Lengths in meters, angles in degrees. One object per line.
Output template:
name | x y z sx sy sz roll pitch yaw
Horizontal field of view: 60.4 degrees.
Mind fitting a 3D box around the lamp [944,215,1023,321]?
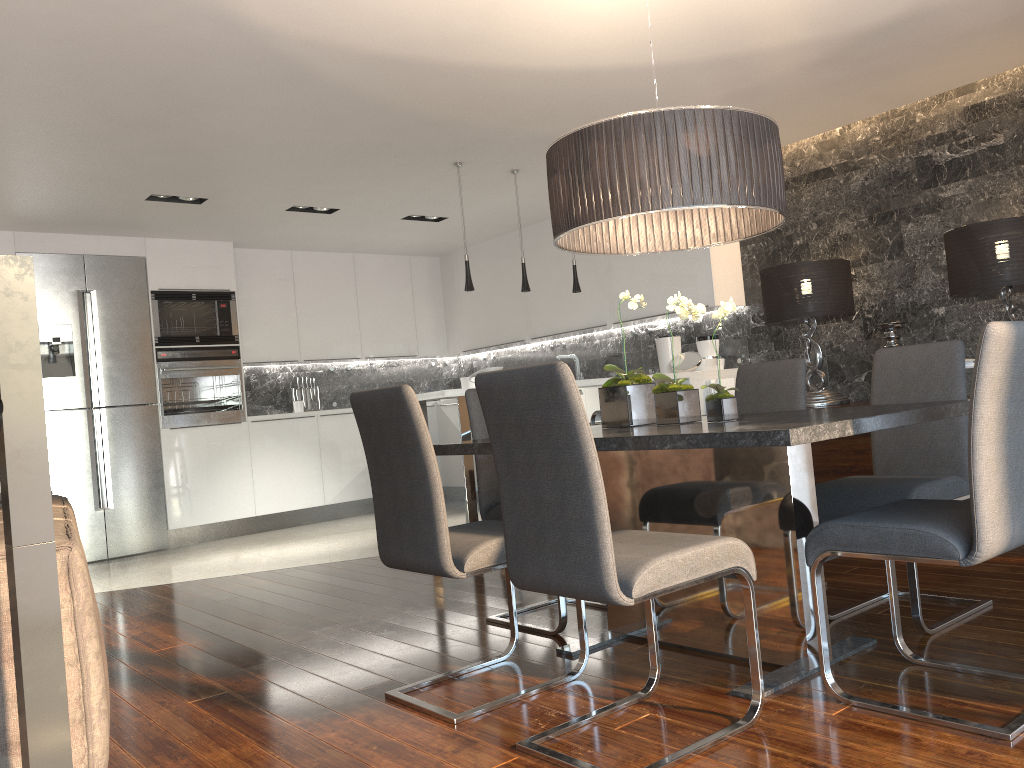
lamp | 2.769 -0.417 4.903 0.608 0.933 0.577 -5 -1 -13

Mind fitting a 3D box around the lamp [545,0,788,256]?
lamp | 0.490 -1.062 3.032 0.830 1.102 0.778 -5 -2 -15

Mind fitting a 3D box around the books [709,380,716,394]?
books | 1.488 0.088 6.299 0.184 0.244 0.018 -4 -2 -40

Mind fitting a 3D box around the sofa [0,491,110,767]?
sofa | -2.724 0.839 2.406 2.868 0.704 2.366 -5 -2 -29

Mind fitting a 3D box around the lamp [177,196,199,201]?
lamp | -2.228 -1.314 6.087 0.168 0.077 0.186 -6 -2 34

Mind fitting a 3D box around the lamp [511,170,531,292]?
lamp | 0.058 -1.058 6.096 0.061 0.845 0.055 -4 -2 -39

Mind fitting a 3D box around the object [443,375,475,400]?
object | -0.589 0.046 9.151 0.373 0.234 0.524 -5 -2 -29

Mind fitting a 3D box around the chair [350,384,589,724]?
chair | -0.134 0.476 2.786 0.603 0.964 0.405 -4 -2 -39

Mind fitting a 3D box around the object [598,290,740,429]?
object | 0.573 -0.114 3.105 0.327 0.501 0.543 -4 -2 -43

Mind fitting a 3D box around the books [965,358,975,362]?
books | 2.607 -0.134 5.216 0.338 0.109 0.260 -5 -2 -29

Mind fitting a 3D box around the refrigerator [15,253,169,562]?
refrigerator | -3.352 0.195 6.940 0.921 2.343 0.552 -4 -2 -39

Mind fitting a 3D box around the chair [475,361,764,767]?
chair | 0.277 0.424 2.268 0.603 0.964 0.405 -4 -2 -39

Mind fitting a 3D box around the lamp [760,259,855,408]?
lamp | 1.998 -0.320 5.873 0.560 0.933 0.624 -7 -2 41

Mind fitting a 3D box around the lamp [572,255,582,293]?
lamp | 0.433 -1.086 6.406 0.061 0.845 0.055 -4 -2 -39

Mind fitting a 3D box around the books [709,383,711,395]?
books | 1.493 0.088 6.330 0.185 0.243 0.022 -4 -2 -40

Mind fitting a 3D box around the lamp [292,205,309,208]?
lamp | -1.588 -1.360 6.617 0.186 0.077 0.167 -4 -2 -39

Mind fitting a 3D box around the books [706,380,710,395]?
books | 1.477 0.090 6.343 0.184 0.244 0.018 -4 -2 -40

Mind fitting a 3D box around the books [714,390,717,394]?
books | 1.504 0.105 6.283 0.163 0.205 0.019 -4 -2 -40

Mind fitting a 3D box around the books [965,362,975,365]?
books | 2.542 -0.104 5.233 0.321 0.011 0.251 -5 -1 -3

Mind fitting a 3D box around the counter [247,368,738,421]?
counter | -0.455 0.123 7.254 2.841 0.041 3.811 -4 -2 -39

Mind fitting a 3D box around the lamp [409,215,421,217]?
lamp | -0.802 -1.417 7.266 0.169 0.077 0.184 -6 -2 27

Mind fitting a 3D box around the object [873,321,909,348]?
object | 2.378 -0.139 5.467 0.205 0.485 0.212 -5 -1 9

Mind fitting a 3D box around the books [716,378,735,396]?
books | 1.532 0.083 6.281 0.185 0.243 0.022 -4 -2 -40

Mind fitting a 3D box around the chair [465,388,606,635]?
chair | 0.151 0.471 3.615 0.451 0.964 0.541 -4 -2 -39

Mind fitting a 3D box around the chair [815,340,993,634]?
chair | 1.381 0.344 3.183 0.603 0.964 0.405 -4 -2 -39

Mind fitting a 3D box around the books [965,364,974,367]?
books | 2.555 -0.095 5.220 0.321 0.011 0.251 -5 -1 -3

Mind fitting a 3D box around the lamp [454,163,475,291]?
lamp | -0.317 -1.031 5.785 0.061 0.845 0.055 -4 -2 -39

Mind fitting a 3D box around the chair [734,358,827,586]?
chair | 0.971 0.396 3.701 0.603 0.964 0.405 -4 -2 -39

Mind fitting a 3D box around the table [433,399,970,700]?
table | 0.632 0.512 2.973 1.098 0.760 1.515 -4 -2 -39

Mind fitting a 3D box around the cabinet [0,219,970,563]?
cabinet | -0.346 -0.202 5.603 4.694 2.500 6.545 -4 -2 -39

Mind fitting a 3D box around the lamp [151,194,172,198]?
lamp | -2.374 -1.303 5.965 0.186 0.077 0.167 -4 -2 -39

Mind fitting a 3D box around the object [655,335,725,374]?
object | 1.391 -0.239 6.596 0.602 0.298 0.395 -5 -2 -28

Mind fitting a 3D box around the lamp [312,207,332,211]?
lamp | -1.441 -1.371 6.739 0.168 0.077 0.186 -6 -2 34

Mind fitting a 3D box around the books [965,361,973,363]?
books | 2.534 -0.114 5.238 0.318 0.011 0.253 -5 -1 2

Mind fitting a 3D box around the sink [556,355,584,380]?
sink | 0.567 -0.007 7.638 0.537 0.520 1.090 -4 -2 -39

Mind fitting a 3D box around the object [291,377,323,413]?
object | -1.929 0.099 8.242 0.306 0.336 0.057 -4 -2 -36

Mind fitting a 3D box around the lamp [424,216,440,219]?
lamp | -0.656 -1.428 7.387 0.170 0.077 0.183 -6 -2 22

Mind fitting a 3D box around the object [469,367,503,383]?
object | -0.086 -0.044 5.534 0.198 0.133 0.414 -4 -2 -38

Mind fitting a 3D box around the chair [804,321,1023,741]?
chair | 1.130 0.346 2.342 0.451 0.964 0.541 -4 -2 -39

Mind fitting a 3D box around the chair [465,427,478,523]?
chair | -0.053 0.635 6.005 0.443 0.800 0.407 -4 -2 -39

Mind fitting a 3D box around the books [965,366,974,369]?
books | 2.541 -0.083 5.224 0.315 0.011 0.255 -6 -1 7

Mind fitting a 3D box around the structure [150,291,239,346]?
structure | -2.792 -0.523 7.506 0.696 0.450 0.579 -4 -2 -39

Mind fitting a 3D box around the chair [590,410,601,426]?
chair | 0.756 0.544 5.426 0.443 0.800 0.407 -4 -2 -39

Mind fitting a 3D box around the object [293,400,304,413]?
object | -1.964 0.208 8.101 0.091 0.117 0.093 -6 -1 10

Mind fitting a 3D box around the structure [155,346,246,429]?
structure | -2.713 0.036 7.457 0.702 0.651 0.614 -4 -2 -39
